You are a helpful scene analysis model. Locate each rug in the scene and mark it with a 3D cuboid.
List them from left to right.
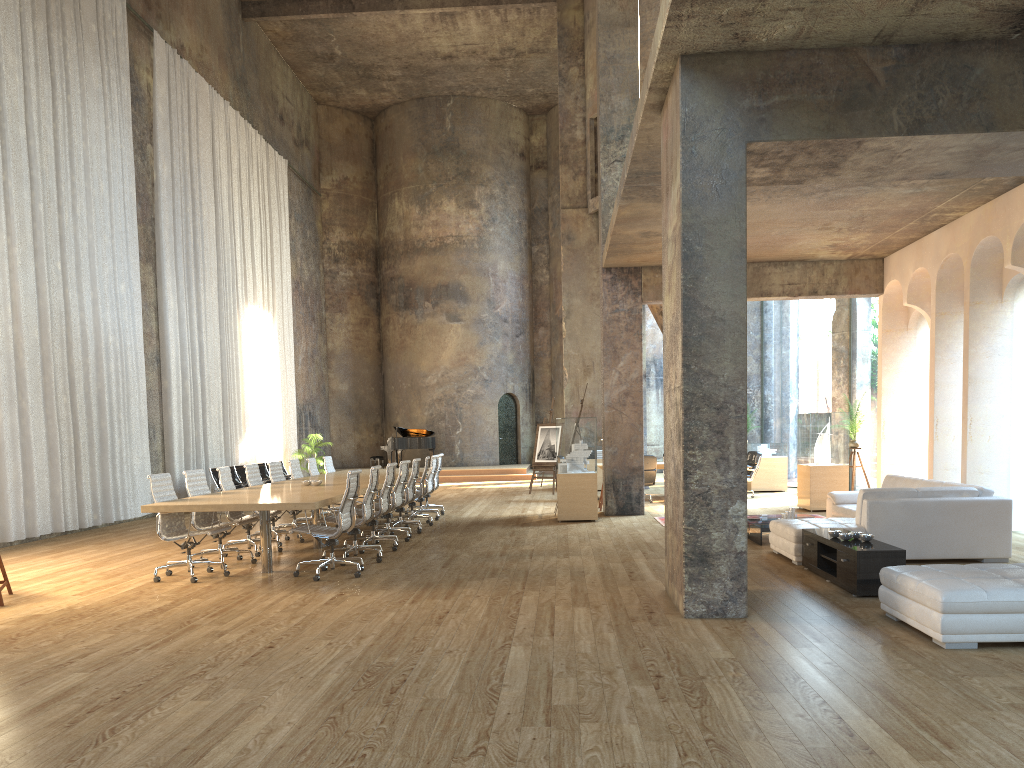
[{"bbox_3d":[3.357,1.969,12.726,2.462,0.009,1.341,-2,-3,3],"label":"rug"}]

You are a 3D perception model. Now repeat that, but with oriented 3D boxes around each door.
[{"bbox_3d":[-0.172,1.437,28.086,0.899,2.314,0.091,-4,5,-38],"label":"door"}]

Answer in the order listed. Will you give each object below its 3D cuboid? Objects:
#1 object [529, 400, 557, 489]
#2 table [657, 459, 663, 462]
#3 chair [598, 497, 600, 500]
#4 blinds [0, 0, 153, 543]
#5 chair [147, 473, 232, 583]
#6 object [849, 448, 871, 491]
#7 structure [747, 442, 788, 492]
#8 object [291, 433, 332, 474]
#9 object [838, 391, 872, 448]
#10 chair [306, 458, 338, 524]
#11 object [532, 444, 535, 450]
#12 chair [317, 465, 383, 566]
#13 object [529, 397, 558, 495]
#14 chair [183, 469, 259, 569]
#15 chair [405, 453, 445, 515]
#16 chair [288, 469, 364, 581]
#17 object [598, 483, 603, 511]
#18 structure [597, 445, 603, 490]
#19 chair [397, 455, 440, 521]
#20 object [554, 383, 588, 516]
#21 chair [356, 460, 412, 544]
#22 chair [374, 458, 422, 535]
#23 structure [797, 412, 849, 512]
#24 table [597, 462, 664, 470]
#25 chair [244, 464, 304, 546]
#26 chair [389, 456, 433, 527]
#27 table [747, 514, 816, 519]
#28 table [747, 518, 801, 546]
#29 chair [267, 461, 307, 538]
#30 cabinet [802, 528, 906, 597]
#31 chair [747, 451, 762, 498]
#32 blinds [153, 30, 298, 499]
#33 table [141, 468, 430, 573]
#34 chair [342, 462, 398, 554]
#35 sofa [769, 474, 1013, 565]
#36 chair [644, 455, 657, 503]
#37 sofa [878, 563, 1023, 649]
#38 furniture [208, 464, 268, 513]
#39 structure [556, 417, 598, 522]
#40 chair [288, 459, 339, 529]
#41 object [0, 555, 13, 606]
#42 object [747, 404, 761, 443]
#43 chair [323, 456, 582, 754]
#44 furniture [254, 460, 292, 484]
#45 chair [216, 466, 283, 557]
[{"bbox_3d":[0.821,1.462,21.148,0.684,2.163,0.696,1,4,29],"label":"object"},{"bbox_3d":[3.013,2.296,23.166,1.871,0.550,0.937,-1,-1,3],"label":"table"},{"bbox_3d":[1.288,1.821,17.052,0.821,0.899,0.726,-1,1,-1],"label":"chair"},{"bbox_3d":[-6.579,-2.280,11.189,0.275,8.704,7.787,-1,1,4],"label":"blinds"},{"bbox_3d":[-3.135,1.381,8.576,0.699,1.033,0.661,-1,2,9],"label":"chair"},{"bbox_3d":[5.552,1.537,14.458,0.656,0.979,0.569,-3,3,-33],"label":"object"},{"bbox_3d":[5.310,1.744,18.432,0.735,1.022,0.739,-1,2,3],"label":"structure"},{"bbox_3d":[-5.152,2.014,22.804,1.091,1.467,1.123,-1,2,-6],"label":"object"},{"bbox_3d":[5.592,0.581,14.386,0.687,0.946,0.855,-2,1,-6],"label":"object"},{"bbox_3d":[-2.878,1.675,13.906,0.699,1.033,0.661,-1,2,7],"label":"chair"},{"bbox_3d":[1.045,2.261,28.497,0.912,0.998,0.902,-1,1,14],"label":"object"},{"bbox_3d":[-1.722,1.396,9.428,0.699,1.033,0.661,-1,2,7],"label":"chair"},{"bbox_3d":[0.821,1.356,19.261,0.701,2.163,0.679,1,5,35],"label":"object"},{"bbox_3d":[-3.116,1.429,9.438,0.699,1.033,0.661,-1,2,12],"label":"chair"},{"bbox_3d":[-1.463,1.690,14.758,0.699,1.033,0.661,-1,2,9],"label":"chair"},{"bbox_3d":[-1.777,1.344,8.484,0.699,1.033,0.661,-1,2,9],"label":"chair"},{"bbox_3d":[1.755,1.500,14.965,0.571,1.307,0.653,-1,3,3],"label":"object"},{"bbox_3d":[1.973,1.906,19.935,0.743,1.022,0.731,-1,2,3],"label":"structure"},{"bbox_3d":[-1.476,1.642,13.896,0.699,1.033,0.661,-1,2,12],"label":"chair"},{"bbox_3d":[1.000,1.066,14.178,0.685,2.163,0.695,-1,4,2],"label":"object"},{"bbox_3d":[-1.625,1.496,11.237,0.699,1.033,0.661,-1,2,12],"label":"chair"},{"bbox_3d":[-1.573,1.544,12.114,0.699,1.033,0.661,-1,2,9],"label":"chair"},{"bbox_3d":[4.945,1.237,13.997,0.594,1.559,0.737,-1,3,3],"label":"structure"},{"bbox_3d":[2.841,1.875,16.958,2.410,0.705,1.100,-1,-1,3],"label":"table"},{"bbox_3d":[-3.027,1.527,11.220,0.699,1.033,0.661,-1,2,9],"label":"chair"},{"bbox_3d":[-1.516,1.594,13.042,0.699,1.033,0.661,-1,2,3],"label":"chair"},{"bbox_3d":[3.261,1.751,10.854,0.859,0.248,0.368,-1,-1,3],"label":"table"},{"bbox_3d":[3.241,1.753,10.488,0.790,0.204,1.106,-1,-3,3],"label":"table"},{"bbox_3d":[-2.975,1.575,12.097,0.699,1.033,0.661,-1,2,12],"label":"chair"},{"bbox_3d":[2.882,1.512,7.561,0.396,0.371,1.556,-1,-3,3],"label":"cabinet"},{"bbox_3d":[4.325,1.740,16.861,0.820,0.899,0.726,-1,1,-2],"label":"chair"},{"bbox_3d":[-6.096,-1.808,19.796,0.275,8.704,7.787,-1,1,4],"label":"blinds"},{"bbox_3d":[-2.330,1.671,11.748,1.601,0.762,7.685,-1,-3,3],"label":"table"},{"bbox_3d":[-1.673,1.446,10.342,0.699,1.033,0.661,-1,2,9],"label":"chair"},{"bbox_3d":[3.800,1.438,9.800,2.064,0.726,2.917,-1,-3,3],"label":"sofa"},{"bbox_3d":[2.297,1.753,16.262,0.729,0.899,0.817,-1,1,-3],"label":"chair"},{"bbox_3d":[3.567,1.209,5.615,2.067,0.726,1.067,-1,-1,3],"label":"sofa"},{"bbox_3d":[-5.118,1.986,16.918,0.708,0.846,1.864,-1,-2,3],"label":"furniture"},{"bbox_3d":[0.977,1.290,13.310,0.594,1.559,0.737,-1,3,3],"label":"structure"},{"bbox_3d":[-2.927,1.624,12.992,0.699,1.033,0.661,-1,2,9],"label":"chair"},{"bbox_3d":[-4.462,1.219,7.413,0.570,1.307,0.654,1,4,36],"label":"object"},{"bbox_3d":[5.053,0.879,19.460,0.859,0.947,0.684,-1,2,6],"label":"object"},{"bbox_3d":[0.007,1.655,14.627,12.951,1.038,31.384,-2,-3,3],"label":"chair"},{"bbox_3d":[-4.985,2.117,19.296,0.708,0.846,1.864,-1,-2,3],"label":"furniture"},{"bbox_3d":[-3.067,1.476,10.291,0.699,1.033,0.661,-1,2,3],"label":"chair"}]
